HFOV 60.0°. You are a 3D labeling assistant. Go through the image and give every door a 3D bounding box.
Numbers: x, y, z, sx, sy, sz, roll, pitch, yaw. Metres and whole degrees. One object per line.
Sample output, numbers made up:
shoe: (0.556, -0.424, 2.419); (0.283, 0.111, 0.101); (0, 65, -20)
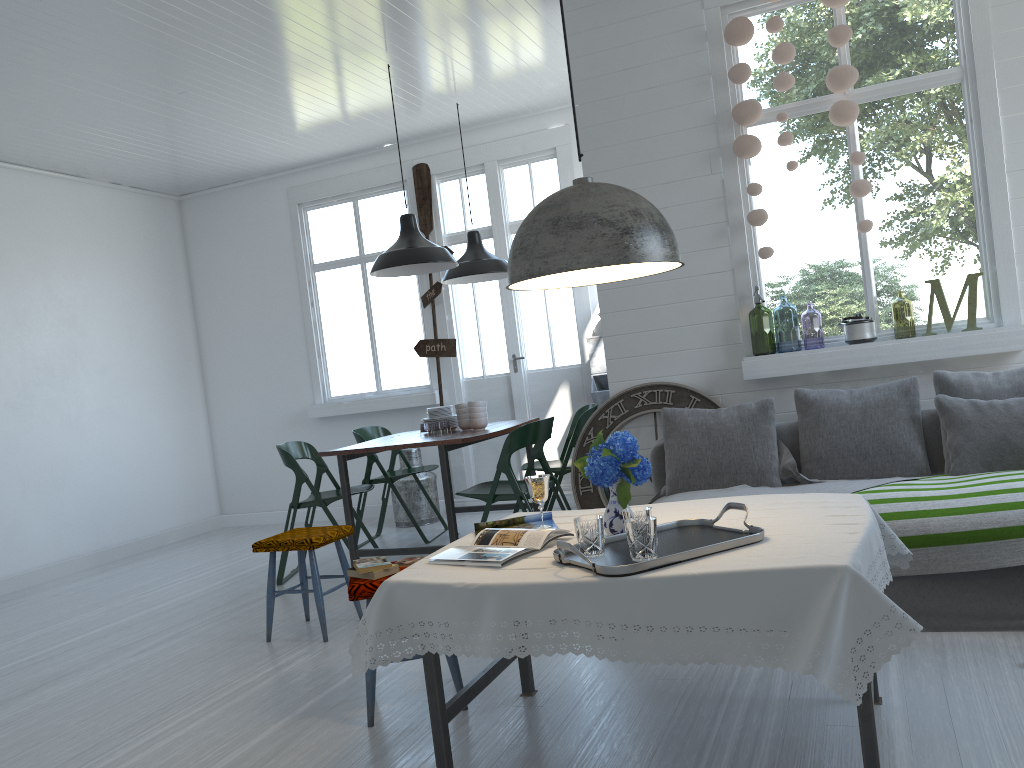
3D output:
door: (-0.025, -0.543, 8.388); (1.611, 3.482, 0.253); (-6, 2, 22)

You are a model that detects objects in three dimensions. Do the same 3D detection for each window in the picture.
window: (-1.517, -0.919, 8.949); (1.483, 2.399, 0.253); (-6, 2, 22)
window: (1.948, -1.298, 5.031); (1.483, 2.399, 0.253); (-6, 2, 22)

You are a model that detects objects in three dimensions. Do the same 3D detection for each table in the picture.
table: (-0.480, 0.820, 6.629); (1.172, 0.930, 1.693); (-7, 1, 19)
table: (0.485, 0.855, 3.009); (1.671, 0.725, 1.326); (-7, 1, 23)

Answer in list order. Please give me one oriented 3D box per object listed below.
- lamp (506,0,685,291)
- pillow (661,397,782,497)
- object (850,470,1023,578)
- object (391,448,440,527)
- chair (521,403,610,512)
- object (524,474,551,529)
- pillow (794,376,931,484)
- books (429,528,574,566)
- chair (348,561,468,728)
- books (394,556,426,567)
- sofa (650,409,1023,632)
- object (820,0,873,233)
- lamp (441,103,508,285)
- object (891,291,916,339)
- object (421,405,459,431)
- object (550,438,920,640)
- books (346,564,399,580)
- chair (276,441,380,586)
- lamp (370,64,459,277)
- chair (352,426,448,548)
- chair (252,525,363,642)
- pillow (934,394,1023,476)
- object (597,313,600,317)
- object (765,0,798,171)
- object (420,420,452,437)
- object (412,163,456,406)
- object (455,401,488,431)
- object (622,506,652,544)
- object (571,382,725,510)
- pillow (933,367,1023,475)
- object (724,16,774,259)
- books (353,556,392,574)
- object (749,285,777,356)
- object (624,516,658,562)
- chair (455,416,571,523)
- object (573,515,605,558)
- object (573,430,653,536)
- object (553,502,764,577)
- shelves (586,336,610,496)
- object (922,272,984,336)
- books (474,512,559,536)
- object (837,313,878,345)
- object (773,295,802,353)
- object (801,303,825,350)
lamp: (0.151, -1.373, 2.947); (0.600, 2.045, 0.600); (-7, 2, -8)
pillow: (1.147, 0.367, 4.900); (0.639, 0.522, 0.278); (-7, 2, 21)
object: (2.030, 0.686, 4.070); (3.166, 0.473, 1.042); (-7, 1, 22)
object: (-0.929, 0.961, 8.399); (0.450, 0.725, 0.450); (-7, 1, 2)
chair: (0.441, 0.682, 6.738); (0.730, 1.007, 0.651); (-7, 1, 2)
object: (0.103, 0.432, 3.248); (0.098, 0.192, 0.098); (-6, 2, 42)
pillow: (1.847, 0.254, 4.715); (0.641, 0.521, 0.280); (-7, 2, 22)
books: (-0.031, 0.533, 2.984); (0.300, 0.049, 0.422); (-6, 1, 37)
chair: (-0.429, 1.042, 3.669); (0.419, 0.563, 0.419); (-7, 1, -8)
books: (-0.392, 0.744, 3.721); (0.189, 0.012, 0.133); (-7, 1, 20)
sofa: (1.830, 0.650, 3.143); (3.397, 0.899, 3.403); (-7, 1, 21)
object: (1.888, -1.557, 4.995); (0.200, 1.427, 0.196); (-6, 2, 32)
lamp: (-0.373, -1.641, 7.539); (0.649, 1.500, 0.650); (-8, 2, -23)
object: (2.198, -0.388, 4.982); (0.111, 0.270, 0.110); (-6, 2, 40)
object: (-0.542, 0.271, 6.770); (0.300, 0.195, 0.306); (-8, 1, -32)
object: (1.053, 0.734, 4.568); (1.682, 0.925, 1.213); (-8, 1, -28)
books: (-0.566, 0.758, 3.600); (0.182, 0.030, 0.128); (-6, 1, 44)
chair: (-1.391, 0.910, 6.600); (0.730, 1.007, 0.651); (-7, 1, 2)
lamp: (-0.803, -1.574, 6.444); (0.650, 1.500, 0.649); (-7, 2, 18)
chair: (-1.000, 0.849, 7.598); (0.730, 1.007, 0.651); (-7, 1, 12)
chair: (-1.133, 1.113, 4.971); (0.419, 0.563, 0.419); (-6, 1, 22)
pillow: (2.377, 0.251, 4.346); (0.528, 0.445, 0.277); (-6, 2, 36)
object: (0.856, -0.543, 7.747); (0.205, 0.249, 0.130); (-7, 2, 13)
object: (1.563, -1.769, 5.101); (0.152, 1.089, 0.150); (-8, 2, -33)
object: (-0.557, 0.324, 6.497); (0.172, 0.098, 0.241); (-7, 1, 26)
object: (-0.716, -0.443, 8.532); (0.361, 3.423, 0.413); (-8, 2, -36)
object: (-0.294, 0.233, 6.519); (0.149, 0.216, 0.309); (-8, 1, -36)
object: (0.394, 0.445, 2.748); (0.095, 0.119, 0.095); (-7, 1, 6)
object: (0.903, 0.559, 5.420); (1.111, 1.138, 0.584); (-7, 2, 7)
pillow: (2.488, 0.180, 4.446); (0.639, 0.561, 0.278); (-7, 2, 22)
object: (1.396, -1.427, 5.194); (0.193, 1.405, 0.197); (-8, 2, -18)
books: (-0.568, 0.731, 3.604); (0.133, 0.022, 0.189); (-7, 1, -17)
object: (1.473, -0.378, 5.245); (0.136, 0.416, 0.136); (-6, 2, 19)
object: (0.378, 0.449, 2.569); (0.095, 0.119, 0.096); (-8, 2, -44)
chair: (0.038, 0.745, 5.710); (0.731, 1.007, 0.650); (-6, 2, 22)
object: (0.239, 0.465, 2.700); (0.095, 0.119, 0.096); (-8, 2, -44)
object: (0.350, 0.329, 2.960); (0.236, 0.377, 0.265); (-6, 2, 24)
object: (0.442, 0.463, 2.705); (0.650, 0.092, 0.399); (-7, 1, -26)
shelves: (1.048, 0.318, 7.667); (0.513, 1.516, 0.678); (-6, 2, 22)
object: (2.426, -0.434, 4.884); (0.331, 0.311, 0.052); (-6, 2, 32)
books: (0.013, 0.530, 3.290); (0.300, 0.043, 0.229); (-7, 1, -4)
object: (1.985, -0.318, 5.080); (0.186, 0.174, 0.208); (-7, 1, 2)
object: (1.613, -0.351, 5.211); (0.137, 0.335, 0.137); (-6, 2, 29)
object: (1.745, -0.334, 5.154); (0.111, 0.270, 0.110); (-6, 2, 40)
